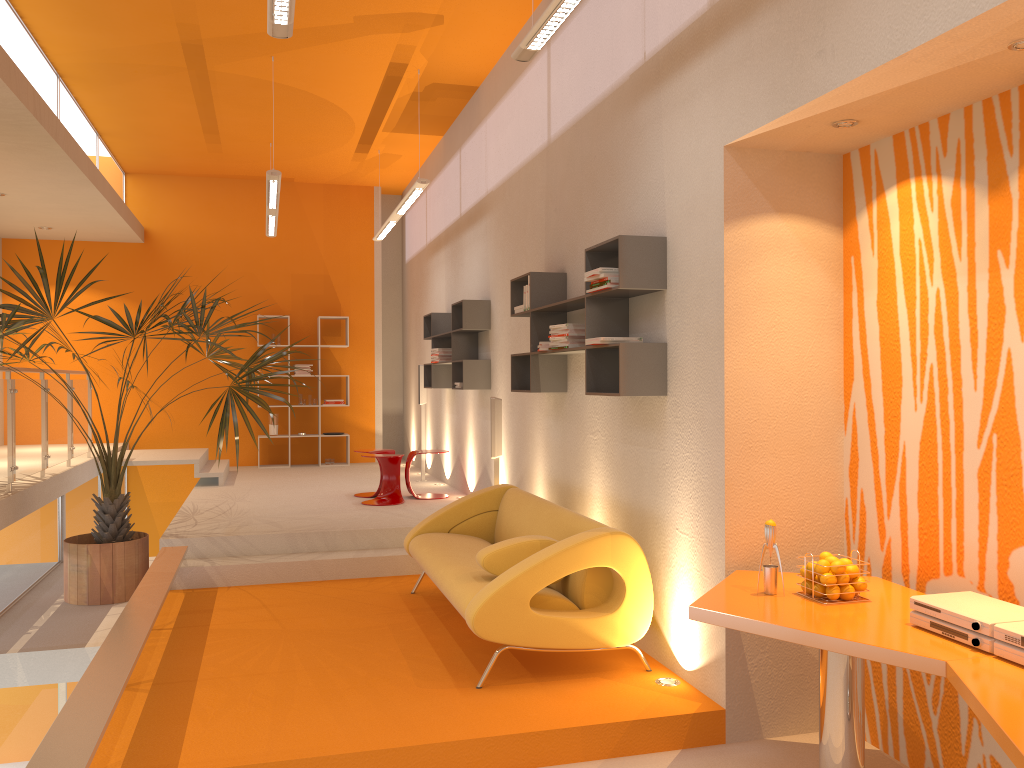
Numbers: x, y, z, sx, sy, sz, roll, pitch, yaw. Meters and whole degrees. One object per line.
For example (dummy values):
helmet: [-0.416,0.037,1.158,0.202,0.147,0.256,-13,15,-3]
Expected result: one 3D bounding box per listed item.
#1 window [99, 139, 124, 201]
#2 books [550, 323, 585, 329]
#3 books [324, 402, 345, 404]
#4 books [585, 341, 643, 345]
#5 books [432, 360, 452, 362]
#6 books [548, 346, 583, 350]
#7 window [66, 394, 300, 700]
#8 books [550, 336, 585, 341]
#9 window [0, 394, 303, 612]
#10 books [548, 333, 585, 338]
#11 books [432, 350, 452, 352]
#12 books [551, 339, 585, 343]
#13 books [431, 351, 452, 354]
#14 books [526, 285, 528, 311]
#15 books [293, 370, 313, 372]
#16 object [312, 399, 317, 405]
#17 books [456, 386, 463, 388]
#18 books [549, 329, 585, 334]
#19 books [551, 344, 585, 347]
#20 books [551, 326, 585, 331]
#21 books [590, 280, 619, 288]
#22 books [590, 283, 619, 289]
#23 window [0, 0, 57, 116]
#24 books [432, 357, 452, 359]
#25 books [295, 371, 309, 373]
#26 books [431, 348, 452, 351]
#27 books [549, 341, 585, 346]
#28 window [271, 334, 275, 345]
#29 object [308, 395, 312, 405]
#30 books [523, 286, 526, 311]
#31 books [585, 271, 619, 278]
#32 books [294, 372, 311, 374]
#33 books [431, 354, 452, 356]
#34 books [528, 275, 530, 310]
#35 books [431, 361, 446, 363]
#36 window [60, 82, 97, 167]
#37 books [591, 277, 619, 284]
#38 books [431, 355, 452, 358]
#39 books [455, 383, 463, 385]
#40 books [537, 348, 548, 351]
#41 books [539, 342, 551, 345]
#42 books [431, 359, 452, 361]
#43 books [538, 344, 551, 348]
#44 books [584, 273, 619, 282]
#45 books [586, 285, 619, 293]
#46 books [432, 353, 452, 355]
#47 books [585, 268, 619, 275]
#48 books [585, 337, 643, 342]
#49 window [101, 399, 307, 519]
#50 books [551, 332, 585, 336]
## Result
window: [-4.781,-2.385,10.584,0.006,0.660,1.860,0,0,-16]
books: [0.377,-0.340,5.251,0.230,0.017,0.226,0,0,-26]
books: [-2.390,0.252,11.940,0.254,0.015,0.190,0,0,-20]
books: [0.525,-0.212,4.579,0.254,0.015,0.190,0,0,-9]
books: [-0.685,-0.235,9.030,0.190,0.011,0.268,0,0,-19]
books: [0.370,-0.213,5.246,0.210,0.013,0.297,0,0,-21]
window: [-3.876,2.444,10.038,0.993,4.599,4.234,0,0,16]
books: [0.377,-0.269,5.252,0.230,0.017,0.226,0,0,-26]
window: [-3.475,0.851,8.562,0.908,1.393,6.719,0,0,4]
books: [0.369,-0.284,5.246,0.210,0.013,0.297,0,0,-21]
books: [-0.690,-0.335,9.030,0.190,0.015,0.254,0,0,-19]
books: [0.364,-0.253,5.250,0.190,0.015,0.254,0,0,-19]
books: [-0.690,-0.320,9.038,0.190,0.015,0.254,0,0,-25]
books: [0.205,-0.572,5.909,0.230,0.169,0.027,0,0,-16]
books: [-2.798,-0.177,11.874,0.230,0.017,0.227,0,0,-21]
object: [-0.864,1.955,8.527,0.190,3.502,7.694,0,0,-27]
books: [-0.395,0.028,8.051,0.190,0.015,0.254,0,0,-15]
books: [0.364,-0.309,5.258,0.190,0.015,0.254,0,0,-25]
books: [0.369,-0.225,5.250,0.190,0.011,0.268,0,0,-19]
books: [0.364,-0.324,5.250,0.190,0.015,0.254,0,0,-19]
books: [0.540,-0.515,4.577,0.190,0.015,0.254,0,0,-20]
books: [0.536,-0.502,4.586,0.190,0.011,0.268,0,0,-14]
window: [-3.633,-2.373,6.465,0.006,0.660,2.794,0,0,-16]
books: [-0.690,-0.264,9.030,0.190,0.015,0.254,0,0,-19]
books: [-2.811,-0.161,11.874,0.190,0.015,0.254,0,0,-14]
books: [-0.677,-0.351,9.031,0.230,0.017,0.227,0,0,-26]
books: [0.364,-0.238,5.259,0.190,0.015,0.254,0,0,-25]
window: [-3.122,2.051,7.380,0.481,5.399,8.922,0,0,-3]
object: [-3.232,2.466,8.201,0.870,4.604,7.392,0,0,15]
books: [0.189,-0.572,5.961,0.230,0.169,0.023,0,0,-16]
books: [0.522,-0.562,4.585,0.254,0.015,0.190,0,0,-9]
books: [-2.811,-0.146,11.882,0.190,0.015,0.254,0,0,-20]
books: [-0.684,-0.295,9.025,0.210,0.013,0.297,0,0,-21]
books: [0.219,-0.600,5.861,0.230,0.227,0.017,0,0,-16]
books: [-0.684,-0.223,9.026,0.210,0.013,0.297,0,0,-21]
window: [-4.270,-2.380,8.750,0.006,0.660,1.869,0,0,-16]
books: [0.540,-0.530,4.585,0.190,0.015,0.254,0,0,-14]
books: [-0.676,-0.280,9.031,0.230,0.017,0.227,0,0,-26]
books: [-0.383,-0.004,8.042,0.230,0.017,0.227,0,0,-16]
books: [0.271,-0.214,5.591,0.210,0.013,0.297,0,0,-1]
books: [0.267,-0.254,5.597,0.190,0.015,0.254,0,0,1]
books: [-0.689,-0.249,9.038,0.190,0.015,0.254,0,0,-25]
books: [0.270,-0.239,5.605,0.190,0.015,0.254,0,0,-5]
books: [0.527,-0.546,4.584,0.230,0.017,0.226,0,0,-21]
books: [0.535,-0.490,4.590,0.210,0.013,0.297,0,0,-16]
books: [-0.685,-0.307,9.029,0.190,0.011,0.268,0,0,-19]
books: [0.523,-0.578,4.598,0.226,0.017,0.230,0,0,-16]
books: [0.526,-0.228,4.592,0.226,0.017,0.230,0,0,-16]
window: [-3.657,2.475,10.912,2.294,4.526,1.860,0,0,-16]
books: [0.369,-0.296,5.250,0.190,0.011,0.268,0,0,-19]
